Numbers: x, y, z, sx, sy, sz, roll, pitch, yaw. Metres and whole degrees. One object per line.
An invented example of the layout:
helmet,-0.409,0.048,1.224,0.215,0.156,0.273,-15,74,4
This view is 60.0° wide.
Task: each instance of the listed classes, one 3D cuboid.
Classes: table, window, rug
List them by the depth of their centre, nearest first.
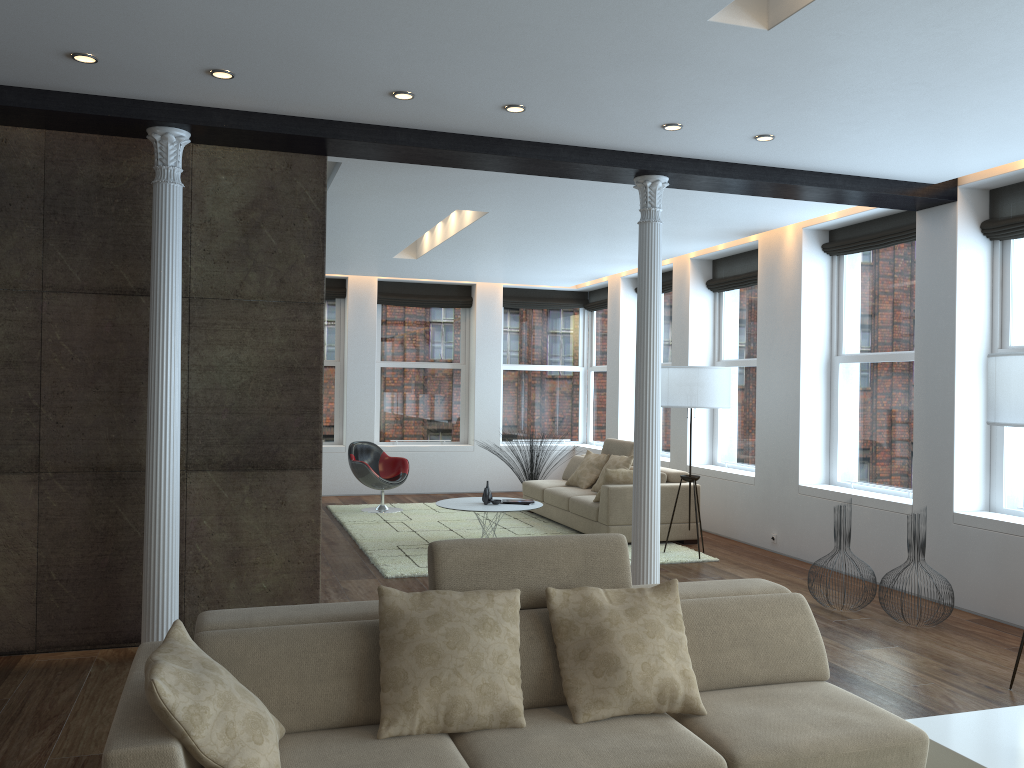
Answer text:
table,2.113,1.458,3.304,0.900,0.170,0.900,1,0,-18
window,3.708,-0.202,5.744,0.123,2.400,1.432,1,0,-18
window,3.151,-0.203,7.468,0.123,2.400,1.391,1,0,-18
table,-0.218,1.334,8.433,1.022,0.393,1.022,1,0,26
rug,-0.225,1.544,9.434,2.972,0.020,4.231,1,0,-18
window,2.516,-0.204,9.436,0.123,2.400,1.345,1,0,-18
window,1.965,-0.204,11.144,0.123,2.400,1.444,1,0,-18
window,-3.042,-0.277,12.256,1.420,2.400,0.123,1,0,-18
window,-1.310,-0.248,12.815,1.420,2.400,0.123,1,0,-18
window,0.449,-0.218,13.376,1.474,2.400,0.123,1,0,-18
window,5.371,0.499,20.619,34.761,17.917,13.698,1,0,-18

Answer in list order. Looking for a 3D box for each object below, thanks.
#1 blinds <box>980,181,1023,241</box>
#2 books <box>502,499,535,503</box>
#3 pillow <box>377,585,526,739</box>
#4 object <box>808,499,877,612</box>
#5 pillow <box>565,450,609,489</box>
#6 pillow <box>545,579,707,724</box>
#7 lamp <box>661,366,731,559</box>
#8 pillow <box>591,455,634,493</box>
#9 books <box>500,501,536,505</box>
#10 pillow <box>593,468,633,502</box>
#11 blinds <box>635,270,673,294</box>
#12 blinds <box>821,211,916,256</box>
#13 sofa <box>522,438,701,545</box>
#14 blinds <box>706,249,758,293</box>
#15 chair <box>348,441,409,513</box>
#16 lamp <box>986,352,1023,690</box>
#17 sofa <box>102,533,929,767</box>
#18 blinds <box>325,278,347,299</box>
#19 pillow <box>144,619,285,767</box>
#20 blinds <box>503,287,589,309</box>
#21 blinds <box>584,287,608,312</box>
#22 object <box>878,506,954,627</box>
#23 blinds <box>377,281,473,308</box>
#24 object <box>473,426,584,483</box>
blinds,3.649,-1.217,5.725,0.183,0.395,1.431,1,0,-18
books,0.059,1.128,8.529,0.300,0.010,0.220,1,0,-3
pillow,-0.200,0.920,3.005,0.534,0.439,0.301,1,0,-14
object,2.327,1.189,6.250,0.458,0.781,0.458,1,0,-19
pillow,0.880,0.981,10.159,0.368,0.416,0.519,1,0,-22
pillow,0.398,0.941,3.185,0.519,0.416,0.368,1,0,-13
lamp,1.630,0.709,8.100,0.698,1.728,0.698,1,0,6
pillow,1.084,0.971,9.569,0.301,0.439,0.534,1,0,-21
books,0.052,1.137,8.505,0.300,0.010,0.220,1,0,17
pillow,1.091,0.989,8.772,0.518,0.393,0.395,1,0,-21
blinds,1.923,-1.279,11.128,0.156,0.275,1.442,1,0,-18
blinds,3.109,-1.278,7.454,0.156,0.275,1.396,1,0,-18
sofa,0.993,1.100,9.806,1.018,0.950,2.581,1,0,-18
blinds,2.473,-1.219,9.422,0.156,0.393,1.342,1,0,-18
chair,-1.609,1.112,10.712,0.810,0.818,0.669,1,0,-38
lamp,2.793,0.712,4.494,0.698,1.728,0.698,1,0,6
sofa,0.044,1.054,3.069,2.581,0.950,1.021,1,0,-18
blinds,-2.992,-1.335,12.173,1.412,0.307,0.156,1,0,-18
pillow,-0.851,0.930,2.545,0.395,0.393,0.518,1,0,-14
blinds,0.478,-1.273,13.294,1.442,0.312,0.155,1,0,-18
blinds,1.365,-1.254,12.856,0.156,0.327,1.377,1,0,-18
object,2.677,1.193,5.873,0.458,0.781,0.458,1,0,-19
blinds,-1.266,-1.278,12.731,1.422,0.363,0.156,1,0,-18
object,0.235,1.045,11.466,1.119,1.014,1.125,1,0,-31
